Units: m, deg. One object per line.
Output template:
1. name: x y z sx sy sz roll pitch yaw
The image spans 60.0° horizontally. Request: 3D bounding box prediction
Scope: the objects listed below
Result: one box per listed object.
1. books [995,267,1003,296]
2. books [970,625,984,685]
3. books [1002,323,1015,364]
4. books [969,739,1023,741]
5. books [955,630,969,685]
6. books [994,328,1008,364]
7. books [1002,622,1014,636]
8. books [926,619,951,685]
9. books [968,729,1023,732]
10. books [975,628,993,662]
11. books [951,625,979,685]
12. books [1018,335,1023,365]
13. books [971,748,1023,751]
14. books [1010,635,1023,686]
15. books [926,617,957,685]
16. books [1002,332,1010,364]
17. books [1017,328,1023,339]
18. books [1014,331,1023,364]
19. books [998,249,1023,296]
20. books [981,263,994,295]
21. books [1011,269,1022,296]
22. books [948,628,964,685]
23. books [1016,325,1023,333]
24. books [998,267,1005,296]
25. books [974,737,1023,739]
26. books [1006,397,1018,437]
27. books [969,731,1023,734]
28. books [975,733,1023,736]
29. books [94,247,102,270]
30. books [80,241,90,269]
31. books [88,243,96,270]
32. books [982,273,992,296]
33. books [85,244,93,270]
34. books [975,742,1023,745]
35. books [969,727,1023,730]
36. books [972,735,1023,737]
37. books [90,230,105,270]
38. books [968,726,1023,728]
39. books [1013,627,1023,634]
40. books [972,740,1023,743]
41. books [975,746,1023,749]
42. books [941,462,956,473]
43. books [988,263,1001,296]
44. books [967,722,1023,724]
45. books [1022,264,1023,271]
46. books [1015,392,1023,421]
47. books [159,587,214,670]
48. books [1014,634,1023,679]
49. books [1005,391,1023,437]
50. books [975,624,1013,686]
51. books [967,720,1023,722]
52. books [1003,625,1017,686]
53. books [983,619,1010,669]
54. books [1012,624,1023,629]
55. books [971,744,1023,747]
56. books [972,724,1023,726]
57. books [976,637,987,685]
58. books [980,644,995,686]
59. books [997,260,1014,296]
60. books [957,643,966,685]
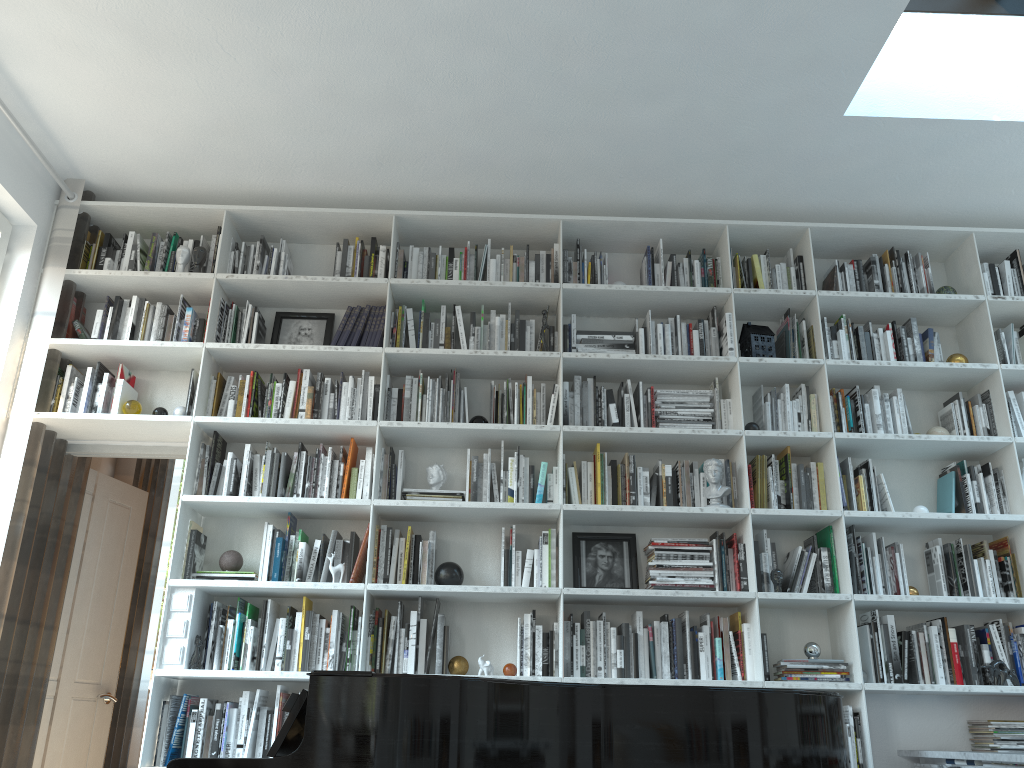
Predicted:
1. books: 2.487 -0.465 4.605 0.024 0.230 0.169 1 -21 -1
2. books: 2.027 1.218 3.953 0.026 0.262 0.170 1 -21 -1
3. books: 2.493 -0.145 4.487 0.051 0.281 0.167 1 -21 -1
4. books: 2.195 1.542 3.837 0.345 0.007 0.194 2 -22 -3
5. books: 1.978 1.230 3.957 0.021 0.241 0.131 1 -21 -1
6. books: 2.448 -0.132 4.484 0.012 0.253 0.161 1 -21 -1
7. books: 2.219 1.220 3.975 0.012 0.281 0.144 1 -21 -1
8. books: 1.894 1.207 3.962 0.012 0.284 0.160 1 -21 -1
9. books: 2.198 1.507 3.851 0.345 0.007 0.194 1 -22 1
10. books: 2.092 1.225 3.950 0.012 0.248 0.165 1 -21 -1
11. books: 2.001 1.215 3.946 0.026 0.261 0.174 1 -21 -1
12. books: 2.557 -0.114 4.462 0.025 0.207 0.176 1 -21 -1
13. books: 2.193 1.575 3.818 0.345 0.007 0.194 0 -22 3
14. books: 2.206 1.239 3.940 0.013 0.219 0.169 1 -21 -1
15. books: 1.907 1.196 3.943 0.012 0.292 0.176 1 -21 -1
16. books: 2.461 -0.125 4.479 0.013 0.235 0.142 1 -21 -1
17. books: 2.583 -0.136 4.476 0.026 0.260 0.168 1 -21 -1
18. books: 2.531 -0.126 4.491 0.026 0.249 0.131 1 -21 -1
19. books: 2.612 -0.512 4.617 0.014 0.330 0.181 1 -21 -1
20. books: 2.436 -0.476 4.604 0.025 0.249 0.178 1 -21 -1
21. books: 2.589 -0.461 4.608 0.030 0.230 0.149 1 -21 -1
22. books: 1.928 1.220 3.937 0.031 0.243 0.185 1 -21 -1
23. books: 2.602 -0.149 4.491 0.011 0.295 0.163 1 -21 -1
24. books: 2.512 -0.466 4.625 0.027 0.248 0.140 1 -21 -1
25. books: 2.195 1.532 3.833 0.308 0.008 0.196 3 -22 -6
26. books: 2.417 0.209 4.347 0.011 0.247 0.156 1 -21 -1
27. books: 2.198 1.513 3.845 0.345 0.007 0.194 3 -22 -4
28. books: 2.198 1.518 3.838 0.308 0.008 0.196 0 -22 4
29. books: -2.073 -0.570 4.506 0.024 0.194 0.168 1 -21 -1
30. books: -2.152 -0.585 4.504 0.014 0.218 0.189 1 -21 -1
31. books: -2.110 -0.582 4.516 0.023 0.222 0.151 1 -21 -1
32. books: 2.412 -0.449 4.581 0.022 0.181 0.190 1 -21 -1
33. books: -2.134 -0.581 4.526 0.024 0.227 0.130 1 -21 -1
34. books: 2.193 1.554 3.827 0.308 0.008 0.196 0 -22 3
35. books: 2.199 1.497 3.845 0.345 0.007 0.194 3 -22 -6
36. books: 2.195 1.530 3.848 0.308 0.008 0.196 2 -22 -1
37. books: -2.091 -0.614 4.519 0.014 0.285 0.175 1 -21 -1
38. books: 2.199 1.493 3.856 0.345 0.007 0.194 1 -22 1
39. books: 2.263 1.223 3.948 0.026 0.257 0.157 1 -21 -1
40. books: 2.193 1.549 3.835 0.308 0.008 0.196 1 -22 1
41. books: 2.193 1.568 3.822 0.308 0.008 0.196 3 -22 -5
42. books: 2.110 0.530 4.233 0.016 0.289 0.136 1 -21 -1
43. books: 2.462 -0.473 4.599 0.026 0.241 0.185 1 -21 -1
44. books: 2.199 1.479 3.861 0.345 0.007 0.194 2 -22 -3
45. books: 2.655 -0.477 4.609 0.014 0.261 0.169 1 -21 -1
46. books: 2.497 0.198 4.366 0.012 0.284 0.160 1 -21 -1
47. books: -1.411 1.077 3.861 0.106 0.338 0.308 1 -21 -1
48. books: 2.238 1.234 3.937 0.025 0.227 0.176 1 -21 -1
49. books: 2.455 0.193 4.360 0.065 0.287 0.146 1 -21 -1
50. books: 2.131 1.216 3.948 0.070 0.265 0.186 1 -21 -1
51. books: 2.199 1.473 3.864 0.345 0.007 0.194 1 -22 1
52. books: 2.189 1.222 3.959 0.021 0.263 0.150 1 -21 -1
53. books: 2.173 1.208 3.963 0.013 0.292 0.135 1 -21 -1
54. books: 2.288 1.217 3.952 0.025 0.271 0.172 1 -21 -1
55. books: 2.193 1.560 3.821 0.345 0.007 0.194 0 -22 4
56. books: 2.199 1.486 3.859 0.308 0.008 0.196 1 -22 1
57. books: 2.050 1.243 3.946 0.022 0.210 0.136 1 -21 -1
58. books: 2.074 1.256 3.935 0.025 0.180 0.170 1 -21 -1
59. books: 2.550 -0.485 4.614 0.048 0.277 0.150 1 -21 -1
60. books: 1.955 1.229 3.950 0.025 0.237 0.157 1 -21 -1
